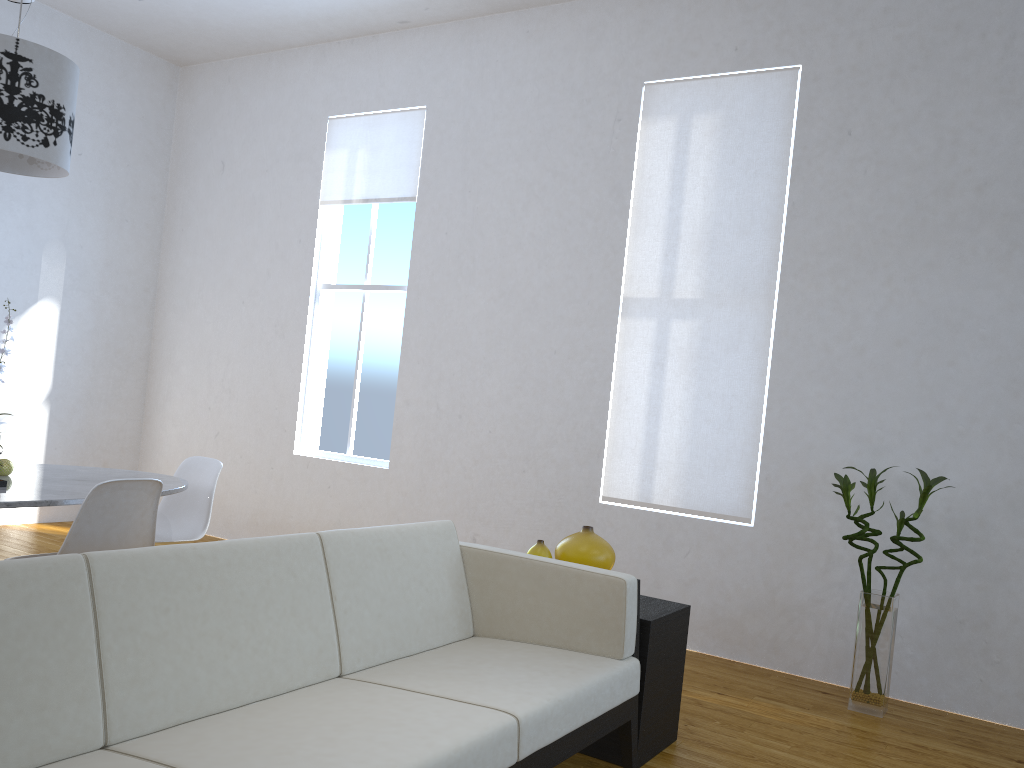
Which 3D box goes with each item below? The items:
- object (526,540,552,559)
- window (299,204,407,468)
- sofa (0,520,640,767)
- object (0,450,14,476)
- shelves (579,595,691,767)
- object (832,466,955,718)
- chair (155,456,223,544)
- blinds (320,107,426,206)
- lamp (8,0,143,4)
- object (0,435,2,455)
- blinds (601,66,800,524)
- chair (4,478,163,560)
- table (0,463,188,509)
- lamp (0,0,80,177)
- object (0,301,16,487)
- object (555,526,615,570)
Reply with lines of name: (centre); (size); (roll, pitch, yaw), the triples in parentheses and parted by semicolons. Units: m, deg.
object: (0.088, 0.605, 2.979); (0.096, 0.160, 0.095); (6, 0, -17)
window: (-0.889, -0.586, 5.426); (0.773, 2.128, 0.074); (6, 0, 31)
sofa: (0.114, 0.768, 1.526); (9.710, 0.679, 5.346); (5, -2, 31)
object: (-1.790, 0.276, 3.124); (0.063, 0.091, 0.062); (6, 0, -11)
shelves: (0.173, 0.921, 2.992); (0.729, 0.451, 0.350); (5, -1, 31)
object: (1.459, 0.810, 3.589); (0.483, 0.980, 0.380); (6, 0, 3)
chair: (-1.443, 0.476, 3.654); (0.405, 0.352, 0.420); (5, -1, 33)
blinds: (-0.851, -1.363, 5.355); (0.760, 0.556, 0.007); (5, 0, 31)
lamp: (-2.811, -2.145, 3.465); (0.205, 0.486, 3.123); (6, -2, 29)
object: (-1.794, 0.231, 3.059); (0.059, 0.176, 0.059); (6, 0, 16)
blinds: (0.884, -0.434, 4.259); (0.760, 2.110, 0.007); (6, 0, 31)
chair: (-1.388, 0.459, 2.911); (0.418, 0.352, 0.406); (5, -1, 30)
table: (-1.938, 0.612, 2.852); (1.069, 0.622, 1.913); (5, -2, 30)
lamp: (-1.644, -1.519, 3.003); (0.400, 1.538, 0.399); (6, 0, -2)
object: (-1.685, 0.010, 2.844); (0.166, 0.638, 0.202); (6, 0, -31)
object: (0.249, 0.596, 3.040); (0.207, 0.215, 0.207); (6, -1, -17)
